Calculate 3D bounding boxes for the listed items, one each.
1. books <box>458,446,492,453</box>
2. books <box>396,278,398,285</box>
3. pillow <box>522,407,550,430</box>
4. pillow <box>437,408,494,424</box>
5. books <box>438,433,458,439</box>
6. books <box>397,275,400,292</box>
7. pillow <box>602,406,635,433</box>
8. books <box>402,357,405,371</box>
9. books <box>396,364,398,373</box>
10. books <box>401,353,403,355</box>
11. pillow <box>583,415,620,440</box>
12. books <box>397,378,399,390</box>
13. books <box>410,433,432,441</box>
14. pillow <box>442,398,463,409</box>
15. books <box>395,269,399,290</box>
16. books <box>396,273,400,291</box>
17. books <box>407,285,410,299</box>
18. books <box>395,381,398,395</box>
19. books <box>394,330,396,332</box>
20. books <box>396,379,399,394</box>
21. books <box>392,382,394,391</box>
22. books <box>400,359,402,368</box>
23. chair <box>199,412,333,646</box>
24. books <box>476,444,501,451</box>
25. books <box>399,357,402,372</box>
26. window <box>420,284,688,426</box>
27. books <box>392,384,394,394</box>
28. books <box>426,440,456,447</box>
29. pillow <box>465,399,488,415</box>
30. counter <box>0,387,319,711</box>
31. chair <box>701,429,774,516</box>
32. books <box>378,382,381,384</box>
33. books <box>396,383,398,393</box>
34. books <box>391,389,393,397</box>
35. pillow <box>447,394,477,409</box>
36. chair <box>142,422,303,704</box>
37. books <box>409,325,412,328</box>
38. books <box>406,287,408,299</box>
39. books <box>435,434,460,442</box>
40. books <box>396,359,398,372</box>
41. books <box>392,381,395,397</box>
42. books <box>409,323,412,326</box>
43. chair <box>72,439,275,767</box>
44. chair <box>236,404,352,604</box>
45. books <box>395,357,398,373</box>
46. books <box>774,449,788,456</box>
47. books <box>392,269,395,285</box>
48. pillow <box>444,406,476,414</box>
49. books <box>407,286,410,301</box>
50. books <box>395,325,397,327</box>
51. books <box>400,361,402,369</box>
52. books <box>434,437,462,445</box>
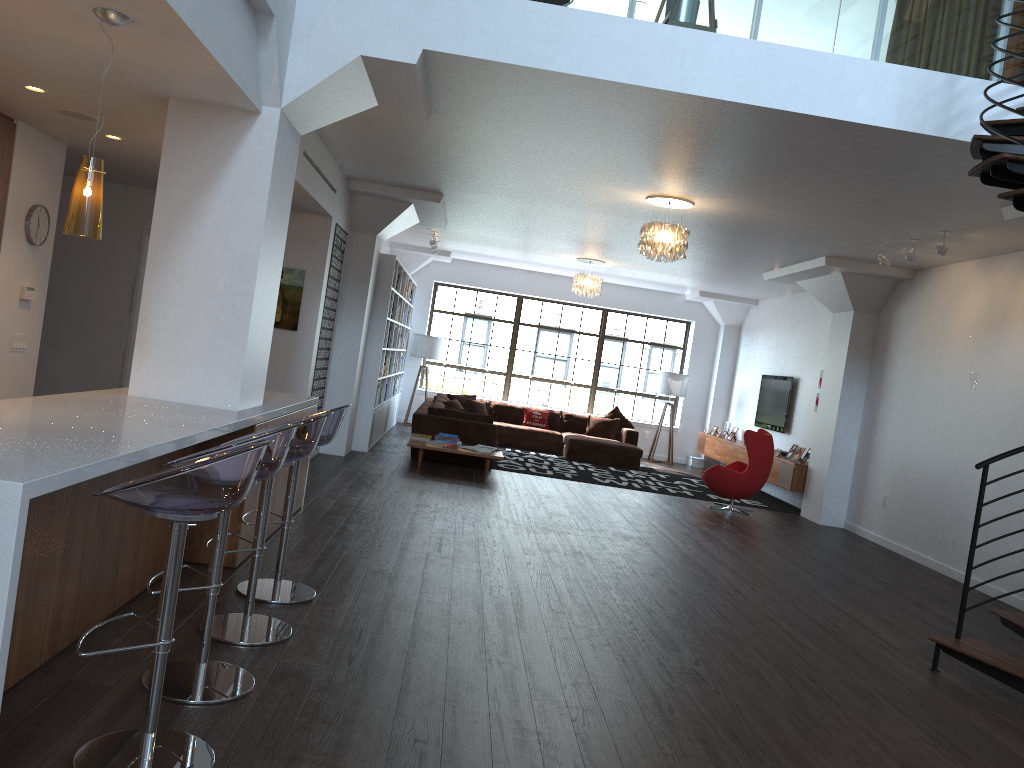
[{"bbox_3d":[-0.430,0.752,10.315,0.342,0.040,0.231,10,2,37],"label":"books"},{"bbox_3d":[-1.586,-1.344,11.613,0.159,0.248,0.089,9,1,-3],"label":"books"},{"bbox_3d":[0.396,0.576,14.635,0.465,0.308,0.220,8,1,-7],"label":"pillow"},{"bbox_3d":[-0.595,0.515,11.218,0.750,0.364,0.289,8,1,-4],"label":"pillow"},{"bbox_3d":[-0.768,0.623,10.708,0.224,0.027,0.157,9,1,2],"label":"books"},{"bbox_3d":[-1.600,-1.356,11.834,0.182,0.255,0.077,9,1,-3],"label":"books"},{"bbox_3d":[1.684,0.649,14.749,0.651,0.587,0.335,8,2,-24],"label":"pillow"},{"bbox_3d":[-1.935,-0.376,15.183,0.176,0.290,0.053,9,1,-3],"label":"books"},{"bbox_3d":[-1.873,-0.299,13.902,0.161,0.222,0.084,9,1,-3],"label":"books"},{"bbox_3d":[-1.877,-0.495,14.195,0.224,0.030,0.161,9,1,7],"label":"books"},{"bbox_3d":[1.477,0.705,14.575,0.542,0.362,0.248,9,2,18],"label":"pillow"},{"bbox_3d":[-1.981,0.009,14.754,0.176,0.290,0.053,9,1,-3],"label":"books"},{"bbox_3d":[-1.088,0.641,10.630,0.241,0.045,0.334,9,1,-2],"label":"books"},{"bbox_3d":[-0.823,0.418,12.901,0.325,0.391,0.625,9,1,13],"label":"pillow"},{"bbox_3d":[-1.594,-1.365,11.541,0.197,0.290,0.136,9,1,-3],"label":"books"},{"bbox_3d":[-1.585,-1.347,11.646,0.182,0.253,0.098,9,1,-3],"label":"books"},{"bbox_3d":[-1.705,-1.423,13.804,0.183,0.253,0.034,9,1,-3],"label":"books"},{"bbox_3d":[-1.956,0.041,14.366,0.183,0.253,0.037,9,1,-3],"label":"books"},{"bbox_3d":[-1.776,-0.771,12.643,0.223,0.027,0.161,8,2,-14],"label":"books"},{"bbox_3d":[-1.977,0.034,14.672,0.171,0.246,0.057,9,1,-3],"label":"books"},{"bbox_3d":[-1.913,0.050,13.592,0.176,0.290,0.053,9,1,-4],"label":"books"},{"bbox_3d":[-1.913,-0.316,14.616,0.161,0.221,0.035,9,1,-4],"label":"books"},{"bbox_3d":[-1.108,0.592,3.929,0.481,1.014,0.530,8,1,-5],"label":"chair"},{"bbox_3d":[-0.294,0.764,10.667,0.256,0.035,0.350,9,2,22],"label":"books"},{"bbox_3d":[-1.908,-0.336,14.478,0.183,0.253,0.042,9,1,-3],"label":"books"},{"bbox_3d":[0.787,-0.512,16.061,4.648,1.905,0.114,9,1,-3],"label":"window"},{"bbox_3d":[-1.917,0.067,13.636,0.183,0.253,0.034,9,1,-4],"label":"books"},{"bbox_3d":[-0.827,0.694,10.302,0.236,0.035,0.340,9,2,22],"label":"books"},{"bbox_3d":[-0.592,0.415,14.437,0.489,0.337,0.238,8,2,-34],"label":"pillow"},{"bbox_3d":[-0.900,0.728,2.996,3.039,0.860,8.182,8,2,-33],"label":"counter"},{"bbox_3d":[2.695,1.002,10.622,0.801,1.006,0.798,9,2,22],"label":"chair"},{"bbox_3d":[-1.750,-0.027,10.995,0.223,0.027,0.161,9,1,6],"label":"books"},{"bbox_3d":[-1.967,0.040,14.486,0.189,0.247,0.057,9,1,-3],"label":"books"},{"bbox_3d":[-1.907,0.086,13.554,0.161,0.223,0.026,9,1,-4],"label":"books"},{"bbox_3d":[-0.783,0.366,14.523,0.580,0.418,0.334,8,2,-30],"label":"pillow"},{"bbox_3d":[-1.092,0.611,3.292,0.481,1.014,0.530,8,1,-5],"label":"chair"},{"bbox_3d":[-1.867,-0.993,14.986,0.284,0.035,0.197,9,2,27],"label":"books"},{"bbox_3d":[-1.701,-1.416,13.688,0.171,0.246,0.057,9,1,-3],"label":"books"},{"bbox_3d":[-0.778,0.653,10.710,0.279,0.035,0.191,9,1,7],"label":"books"},{"bbox_3d":[-1.868,-0.306,13.775,0.174,0.242,0.105,9,1,-3],"label":"books"},{"bbox_3d":[-1.915,0.066,13.670,0.183,0.253,0.034,9,1,-4],"label":"books"},{"bbox_3d":[-1.862,-1.027,14.985,0.284,0.033,0.197,9,1,12],"label":"books"},{"bbox_3d":[-1.032,0.636,2.663,0.481,1.014,0.530,9,1,-1],"label":"chair"},{"bbox_3d":[-1.140,0.571,4.558,0.481,1.014,0.530,9,1,-1],"label":"chair"},{"bbox_3d":[-1.848,-0.301,13.521,0.182,0.253,0.098,9,1,-3],"label":"books"},{"bbox_3d":[3.761,0.967,12.478,0.250,0.053,0.400,9,1,-3],"label":"books"},{"bbox_3d":[-1.567,-1.332,11.096,0.170,0.251,0.118,9,1,-3],"label":"books"},{"bbox_3d":[-0.640,0.459,11.480,0.559,0.411,0.269,10,2,43],"label":"pillow"},{"bbox_3d":[-1.712,-1.428,13.940,0.183,0.253,0.034,9,1,-3],"label":"books"},{"bbox_3d":[-1.701,-0.811,12.202,0.223,0.027,0.161,9,1,6],"label":"books"},{"bbox_3d":[-1.922,-0.330,14.702,0.168,0.228,0.139,9,1,-3],"label":"books"},{"bbox_3d":[-0.778,0.690,10.708,0.312,0.037,0.216,8,1,-13],"label":"books"}]
